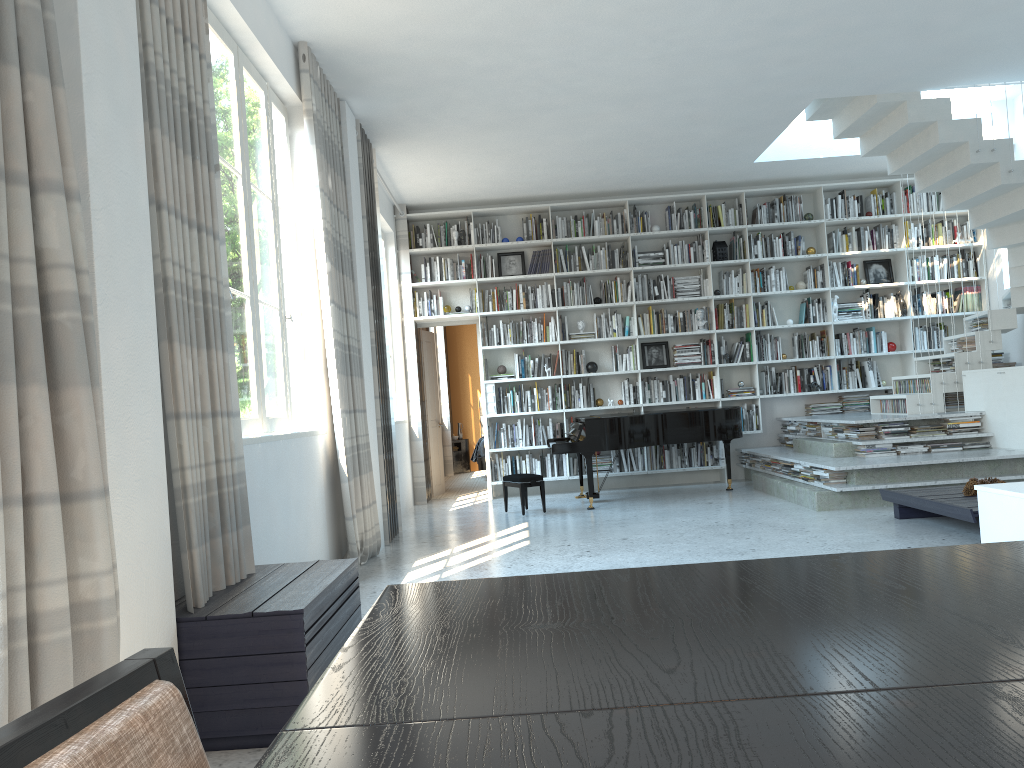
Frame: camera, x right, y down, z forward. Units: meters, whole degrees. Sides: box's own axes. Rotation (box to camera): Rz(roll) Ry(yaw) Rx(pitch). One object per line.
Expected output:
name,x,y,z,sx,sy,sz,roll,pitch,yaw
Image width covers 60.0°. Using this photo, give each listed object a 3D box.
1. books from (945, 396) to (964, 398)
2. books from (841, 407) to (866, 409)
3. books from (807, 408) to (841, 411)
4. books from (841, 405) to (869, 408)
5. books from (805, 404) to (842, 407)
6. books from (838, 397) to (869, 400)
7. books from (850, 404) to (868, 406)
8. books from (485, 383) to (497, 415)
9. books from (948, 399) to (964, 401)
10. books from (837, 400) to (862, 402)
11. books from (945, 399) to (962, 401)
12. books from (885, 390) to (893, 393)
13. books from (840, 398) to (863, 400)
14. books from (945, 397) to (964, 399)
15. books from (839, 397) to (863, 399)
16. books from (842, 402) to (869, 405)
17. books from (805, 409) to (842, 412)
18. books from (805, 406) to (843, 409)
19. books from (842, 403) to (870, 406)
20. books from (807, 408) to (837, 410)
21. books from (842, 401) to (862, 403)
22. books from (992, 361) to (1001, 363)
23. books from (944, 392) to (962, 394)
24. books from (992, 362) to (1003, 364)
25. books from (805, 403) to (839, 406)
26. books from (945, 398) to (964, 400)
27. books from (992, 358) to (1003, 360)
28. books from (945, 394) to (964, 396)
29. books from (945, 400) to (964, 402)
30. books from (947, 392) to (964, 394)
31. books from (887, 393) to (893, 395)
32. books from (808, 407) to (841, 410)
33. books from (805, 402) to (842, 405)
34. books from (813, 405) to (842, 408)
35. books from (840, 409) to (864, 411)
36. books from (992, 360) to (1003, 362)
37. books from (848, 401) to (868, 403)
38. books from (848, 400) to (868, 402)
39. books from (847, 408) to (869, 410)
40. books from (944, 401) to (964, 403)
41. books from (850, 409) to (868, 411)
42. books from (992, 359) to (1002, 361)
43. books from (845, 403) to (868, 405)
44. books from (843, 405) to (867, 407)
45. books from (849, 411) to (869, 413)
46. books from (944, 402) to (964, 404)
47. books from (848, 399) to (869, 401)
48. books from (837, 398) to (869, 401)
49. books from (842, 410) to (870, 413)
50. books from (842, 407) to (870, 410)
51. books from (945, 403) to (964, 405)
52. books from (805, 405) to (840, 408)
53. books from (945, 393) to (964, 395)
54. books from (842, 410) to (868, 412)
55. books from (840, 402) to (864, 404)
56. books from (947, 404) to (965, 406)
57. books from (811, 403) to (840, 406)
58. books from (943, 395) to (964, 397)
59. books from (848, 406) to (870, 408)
books,4.896,0.134,9.691,0.327,0.008,0.207,-4,-2,3
books,3.740,0.261,9.692,0.254,0.007,0.161,-4,-2,-4
books,3.404,0.280,9.691,0.308,0.008,0.195,-4,-2,-5
books,3.738,0.247,9.692,0.254,0.007,0.161,-4,-2,-4
books,3.404,0.235,9.699,0.345,0.007,0.193,-4,-2,2
books,3.732,0.156,9.695,0.285,0.005,0.159,-4,-2,-3
books,3.737,0.233,9.699,0.254,0.007,0.161,-4,-2,1
books,-0.230,0.164,9.677,0.106,0.340,0.307,-4,-1,0
books,4.898,0.172,9.693,0.328,0.008,0.207,-4,-2,8
books,3.731,0.183,9.700,0.285,0.005,0.159,-4,-2,1
books,4.898,0.165,9.693,0.368,0.007,0.206,-4,-2,2
books,4.214,0.076,9.657,0.204,0.035,0.267,-4,-2,1
books,3.732,0.162,9.693,0.254,0.006,0.161,-4,-2,4
books,4.896,0.149,9.687,0.368,0.007,0.206,-4,-2,4
books,3.731,0.151,9.691,0.254,0.006,0.161,-4,-2,-5
books,3.736,0.213,9.700,0.285,0.007,0.159,-4,-2,1
books,3.405,0.288,9.699,0.345,0.007,0.193,-4,-2,-2
books,3.405,0.257,9.696,0.345,0.007,0.193,-4,-2,-3
books,3.737,0.226,9.690,0.285,0.007,0.159,-4,-2,-5
books,3.404,0.273,9.704,0.308,0.008,0.195,-4,-2,0
books,3.731,0.194,9.697,0.285,0.005,0.159,-4,-2,-2
books,4.981,-0.224,9.265,0.182,0.011,0.131,-4,-2,-2
books,4.893,0.089,9.697,0.328,0.008,0.207,-4,-2,9
books,4.981,-0.215,9.253,0.192,0.008,0.161,-4,-2,0
books,3.403,0.220,9.700,0.345,0.007,0.193,-4,-2,-2
books,4.897,0.157,9.688,0.327,0.008,0.207,-4,-2,4
books,4.979,-0.255,9.259,0.206,0.014,0.150,-4,-2,0
books,4.894,0.112,9.685,0.328,0.008,0.207,-4,-2,5
books,4.899,0.180,9.690,0.327,0.008,0.207,-4,-2,3
books,4.894,0.097,9.694,0.327,0.008,0.207,-4,-2,2
books,4.231,0.103,9.657,0.159,0.012,0.285,-4,-2,-4
books,3.406,0.265,9.691,0.308,0.008,0.195,-4,-2,5
books,3.402,0.213,9.700,0.345,0.007,0.193,-4,-2,2
books,3.405,0.250,9.699,0.345,0.007,0.193,-4,-2,2
books,3.739,0.281,9.698,0.254,0.007,0.161,-4,-2,1
books,4.980,-0.234,9.262,0.227,0.009,0.144,-4,-2,0
books,3.732,0.200,9.702,0.254,0.006,0.161,-4,-2,0
books,3.731,0.189,9.700,0.254,0.006,0.161,-4,-2,-1
books,3.738,0.274,9.691,0.285,0.007,0.159,-4,-2,-4
books,4.899,0.187,9.687,0.368,0.007,0.206,-4,-2,6
books,3.739,0.288,9.700,0.254,0.007,0.161,-4,-2,0
books,4.979,-0.243,9.264,0.215,0.011,0.121,-4,-2,-5
books,3.736,0.219,9.699,0.254,0.007,0.161,-4,-2,1
books,3.737,0.240,9.692,0.285,0.007,0.159,-4,-2,-4
books,3.741,0.309,9.693,0.254,0.007,0.161,-4,-2,3
books,4.900,0.203,9.690,0.327,0.008,0.207,-4,-2,3
books,3.730,0.178,9.700,0.285,0.005,0.159,-4,-2,-1
books,3.729,0.167,9.693,0.285,0.005,0.159,-4,-2,-4
books,3.740,0.302,9.701,0.285,0.007,0.159,-4,-2,0
books,3.740,0.267,9.689,0.285,0.007,0.159,-4,-2,5
books,4.900,0.211,9.684,0.328,0.008,0.207,-4,-2,5
books,3.404,0.242,9.691,0.345,0.007,0.193,-4,-2,-5
books,4.894,0.104,9.688,0.368,0.007,0.206,-4,-2,4
books,3.740,0.295,9.692,0.254,0.007,0.161,-4,-2,4
books,3.735,0.206,9.702,0.285,0.007,0.159,-4,-2,0
books,4.902,0.226,9.689,0.368,0.007,0.206,-4,-2,3
books,3.403,0.228,9.699,0.308,0.008,0.195,-4,-2,2
books,4.895,0.127,9.694,0.368,0.007,0.206,-4,-2,8
books,3.739,0.253,9.697,0.285,0.007,0.159,-4,-2,2
